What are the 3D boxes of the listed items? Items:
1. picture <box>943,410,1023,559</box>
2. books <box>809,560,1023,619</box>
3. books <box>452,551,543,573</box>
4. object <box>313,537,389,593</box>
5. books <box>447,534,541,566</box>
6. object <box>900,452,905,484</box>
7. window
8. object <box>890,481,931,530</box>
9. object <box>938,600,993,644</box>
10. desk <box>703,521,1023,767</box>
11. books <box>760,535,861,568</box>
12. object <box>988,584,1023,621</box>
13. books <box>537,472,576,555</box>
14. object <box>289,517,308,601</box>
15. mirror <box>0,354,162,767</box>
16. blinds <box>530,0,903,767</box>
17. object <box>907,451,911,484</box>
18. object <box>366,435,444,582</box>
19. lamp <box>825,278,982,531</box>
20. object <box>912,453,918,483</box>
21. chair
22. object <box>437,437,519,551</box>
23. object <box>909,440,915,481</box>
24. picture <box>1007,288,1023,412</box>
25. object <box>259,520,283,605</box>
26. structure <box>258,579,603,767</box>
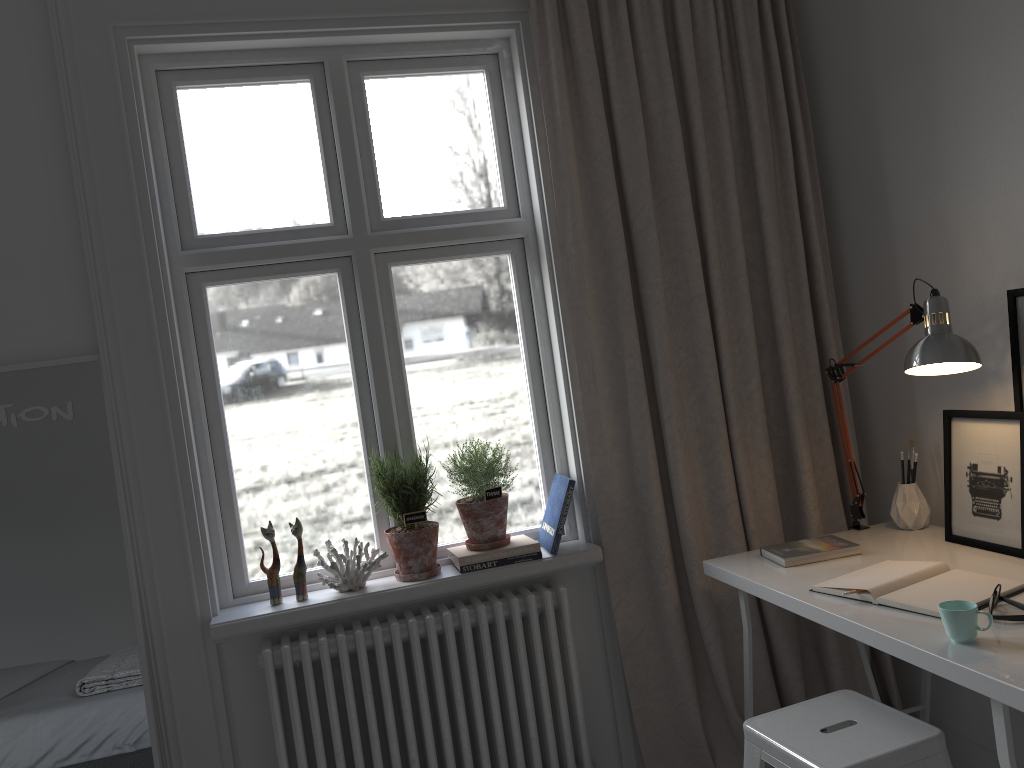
[{"bbox_3d":[1.146,0.232,2.144,0.062,0.333,0.261,-8,1,-14],"label":"picture"},{"bbox_3d":[0.855,0.432,1.908,0.291,0.029,0.358,-9,2,-28],"label":"books"},{"bbox_3d":[-0.048,0.500,2.557,0.245,0.022,0.156,-8,2,-10],"label":"books"},{"bbox_3d":[-0.445,0.499,2.439,0.212,0.149,0.186,-8,1,-6],"label":"object"},{"bbox_3d":[-0.055,0.477,2.550,0.246,0.025,0.157,-8,2,-12],"label":"books"},{"bbox_3d":[1.087,0.293,2.459,0.008,0.207,0.054,-7,2,41],"label":"object"},{"bbox_3d":[-0.413,-0.203,2.584,1.047,1.536,0.079,-8,1,-14],"label":"window"},{"bbox_3d":[1.097,0.334,2.446,0.101,0.126,0.101,-8,1,-14],"label":"object"},{"bbox_3d":[0.809,0.430,1.589,0.064,0.065,0.082,-8,2,-16],"label":"object"},{"bbox_3d":[1.015,0.815,1.964,0.641,0.776,1.163,-8,2,-14],"label":"desk"},{"bbox_3d":[0.775,0.434,2.313,0.207,0.024,0.149,-8,2,-8],"label":"books"},{"bbox_3d":[0.946,0.418,1.677,0.114,0.047,0.133,-9,2,-27],"label":"object"},{"bbox_3d":[0.129,0.377,2.600,0.101,0.211,0.175,-8,1,-11],"label":"books"},{"bbox_3d":[-0.577,0.472,2.413,0.045,0.224,0.052,-7,2,27],"label":"object"},{"bbox_3d":[-1.255,0.737,2.181,0.669,1.554,0.145,-8,1,-14],"label":"mirror"},{"bbox_3d":[0.602,-0.107,2.566,0.831,2.680,0.225,-8,1,-14],"label":"blinds"},{"bbox_3d":[1.099,0.292,2.458,0.054,0.207,0.008,-9,2,-27],"label":"object"},{"bbox_3d":[-0.295,0.339,2.488,0.183,0.410,0.199,-7,2,36],"label":"object"},{"bbox_3d":[0.967,0.118,2.278,0.164,0.745,0.568,-8,2,-19],"label":"lamp"},{"bbox_3d":[1.102,0.291,2.434,0.008,0.207,0.054,-9,2,-31],"label":"object"},{"bbox_3d":[0.726,0.981,1.876,0.409,0.527,0.407,-8,2,-19],"label":"chair"},{"bbox_3d":[-0.078,0.307,2.542,0.220,0.318,0.210,-7,2,23],"label":"object"},{"bbox_3d":[1.107,0.274,2.445,0.028,0.239,0.023,-8,1,-17],"label":"object"},{"bbox_3d":[1.247,0.085,1.836,0.062,0.614,0.493,-8,1,-14],"label":"picture"},{"bbox_3d":[-0.657,0.483,2.412,0.045,0.224,0.052,-9,2,-38],"label":"object"},{"bbox_3d":[-0.228,0.924,2.480,0.935,0.600,0.216,-8,1,-15],"label":"structure"}]
